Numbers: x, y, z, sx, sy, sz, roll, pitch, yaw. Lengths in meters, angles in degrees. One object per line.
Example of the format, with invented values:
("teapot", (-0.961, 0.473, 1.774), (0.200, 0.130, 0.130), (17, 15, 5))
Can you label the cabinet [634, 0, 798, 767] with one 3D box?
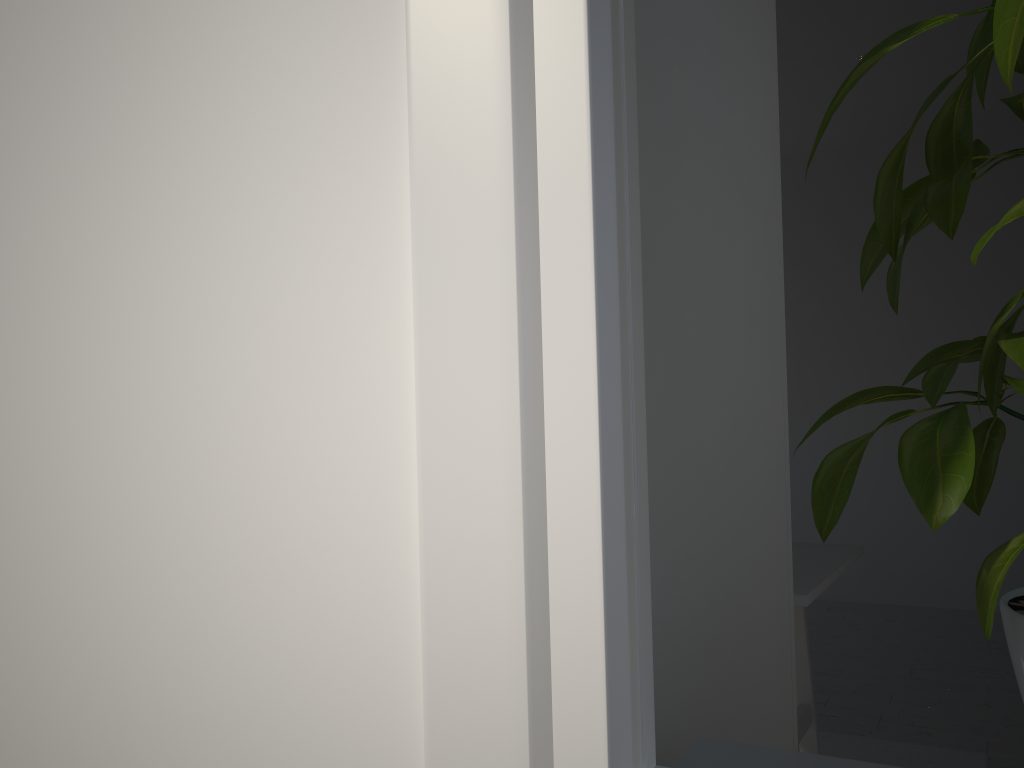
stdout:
("cabinet", (-0.432, 0.043, 1.057), (1.378, 2.095, 0.513), (-2, -1, 29))

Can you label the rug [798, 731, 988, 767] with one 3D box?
("rug", (0.074, 1.154, 2.616), (2.311, 0.004, 1.427), (-3, -3, 29))

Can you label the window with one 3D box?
("window", (0.541, -0.575, 0.043), (1.287, 1.562, 0.116), (-2, -1, 29))

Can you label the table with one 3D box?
("table", (0.027, 0.825, 2.642), (1.827, 0.660, 0.814), (-3, -2, 29))

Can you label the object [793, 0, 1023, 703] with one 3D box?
("object", (0.297, -0.060, 0.335), (0.374, 0.530, 0.327), (-2, -1, 20))

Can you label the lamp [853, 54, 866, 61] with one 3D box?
("lamp", (1.494, -1.407, 3.789), (0.064, 0.030, 0.064), (-2, -3, 17))
